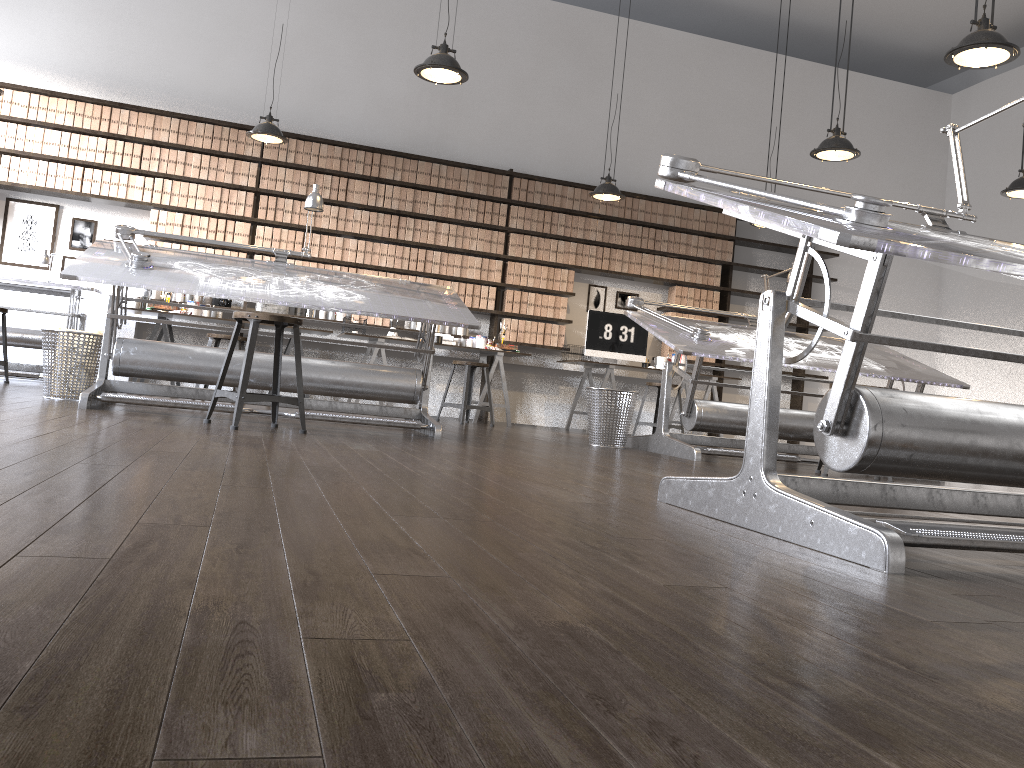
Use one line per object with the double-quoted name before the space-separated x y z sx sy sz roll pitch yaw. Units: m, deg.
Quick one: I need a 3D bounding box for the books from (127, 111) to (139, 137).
"books" -3.301 -2.247 7.732 0.066 0.226 0.174 7 -3 -16

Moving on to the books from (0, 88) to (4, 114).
"books" -4.296 -2.352 7.441 0.066 0.226 0.174 7 -3 -17

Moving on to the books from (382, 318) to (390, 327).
"books" -1.182 -0.647 8.300 0.066 0.226 0.174 7 -3 -17

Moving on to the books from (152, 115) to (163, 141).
"books" -3.105 -2.226 7.788 0.066 0.226 0.174 7 -3 -16

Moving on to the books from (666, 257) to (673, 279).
"books" 1.589 -1.182 9.141 0.066 0.226 0.174 7 -3 -17

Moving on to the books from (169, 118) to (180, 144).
"books" -2.975 -2.213 7.823 0.067 0.226 0.174 7 -3 -17

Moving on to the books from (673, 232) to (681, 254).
"books" 1.672 -1.444 9.174 0.066 0.226 0.174 7 -3 -17

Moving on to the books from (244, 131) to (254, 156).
"books" -2.373 -2.149 8.000 0.066 0.226 0.174 7 -3 -16

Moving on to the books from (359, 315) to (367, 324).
"books" -1.385 -0.669 8.240 0.066 0.226 0.174 7 -3 -16

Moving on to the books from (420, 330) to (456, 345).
"books" -0.667 -0.419 8.107 0.294 0.148 0.385 6 -1 -16

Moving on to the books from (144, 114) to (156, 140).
"books" -3.167 -2.233 7.765 0.067 0.226 0.174 7 -3 -17

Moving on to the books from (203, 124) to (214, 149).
"books" -2.705 -2.184 7.900 0.066 0.226 0.174 7 -3 -17

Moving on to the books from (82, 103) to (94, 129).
"books" -3.640 -2.283 7.631 0.066 0.226 0.174 7 -3 -16

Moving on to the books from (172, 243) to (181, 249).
"books" -2.955 -1.110 7.787 0.067 0.226 0.174 7 -3 -17

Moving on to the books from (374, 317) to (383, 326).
"books" -1.249 -0.654 8.276 0.066 0.226 0.174 7 -3 -17

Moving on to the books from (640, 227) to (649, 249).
"books" 1.327 -1.480 9.074 0.066 0.226 0.174 7 -3 -16

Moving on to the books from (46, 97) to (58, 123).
"books" -3.906 -2.311 7.557 0.066 0.226 0.174 7 -3 -17

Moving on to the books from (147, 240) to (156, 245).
"books" -3.147 -1.130 7.730 0.067 0.226 0.174 7 -3 -17

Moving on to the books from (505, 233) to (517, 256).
"books" -0.012 -1.351 8.670 0.066 0.226 0.174 7 -3 -17

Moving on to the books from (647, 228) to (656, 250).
"books" 1.399 -1.473 9.089 0.067 0.226 0.174 7 -3 -17

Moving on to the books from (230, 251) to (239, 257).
"books" -2.496 -1.061 7.927 0.066 0.226 0.174 7 -3 -16

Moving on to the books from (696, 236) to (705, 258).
"books" 1.930 -1.417 9.245 0.067 0.226 0.174 7 -3 -16

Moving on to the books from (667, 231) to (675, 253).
"books" 1.604 -1.451 9.155 0.066 0.226 0.174 7 -3 -17

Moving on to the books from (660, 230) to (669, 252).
"books" 1.538 -1.458 9.131 0.066 0.226 0.174 7 -3 -16

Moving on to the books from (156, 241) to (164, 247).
"books" -3.085 -1.124 7.753 0.066 0.226 0.174 7 -3 -16

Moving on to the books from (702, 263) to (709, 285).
"books" 1.980 -1.141 9.254 0.066 0.226 0.174 7 -3 -17

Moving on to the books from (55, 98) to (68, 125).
"books" -3.838 -2.304 7.572 0.066 0.226 0.174 7 -3 -16

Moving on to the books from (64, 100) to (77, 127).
"books" -3.768 -2.296 7.589 0.066 0.226 0.174 7 -3 -16

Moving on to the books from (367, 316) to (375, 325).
"books" -1.318 -0.662 8.260 0.066 0.226 0.174 7 -3 -16

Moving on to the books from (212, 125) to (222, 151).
"books" -2.636 -2.177 7.920 0.067 0.226 0.174 7 -3 -16

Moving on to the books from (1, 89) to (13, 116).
"books" -4.230 -2.345 7.455 0.067 0.226 0.174 7 -3 -16

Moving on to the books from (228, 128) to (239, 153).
"books" -2.506 -2.163 7.964 0.066 0.226 0.174 7 -3 -17

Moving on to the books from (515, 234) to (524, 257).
"books" 0.049 -1.344 8.684 0.067 0.226 0.174 7 -3 -16

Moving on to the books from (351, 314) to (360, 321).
"books" -1.448 -0.675 8.216 0.067 0.226 0.174 7 -3 -17

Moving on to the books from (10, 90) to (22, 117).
"books" -4.168 -2.338 7.478 0.066 0.226 0.174 7 -3 -17

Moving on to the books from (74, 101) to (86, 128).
"books" -3.699 -2.289 7.609 0.067 0.226 0.174 7 -3 -17

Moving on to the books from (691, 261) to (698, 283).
"books" 1.852 -1.154 9.215 0.066 0.226 0.174 7 -3 -17

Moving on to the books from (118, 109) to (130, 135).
"books" -3.367 -2.254 7.709 0.066 0.226 0.174 7 -3 -17

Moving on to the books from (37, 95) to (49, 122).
"books" -3.972 -2.318 7.535 0.066 0.226 0.174 7 -3 -17

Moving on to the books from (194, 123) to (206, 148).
"books" -2.775 -2.191 7.883 0.066 0.226 0.174 7 -3 -17

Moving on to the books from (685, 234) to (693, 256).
"books" 1.800 -1.430 9.211 0.066 0.226 0.174 7 -3 -17

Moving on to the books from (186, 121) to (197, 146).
"books" -2.843 -2.199 7.867 0.066 0.226 0.174 7 -3 -16

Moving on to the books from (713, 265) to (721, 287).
"books" 2.116 -1.126 9.290 0.066 0.226 0.174 7 -3 -16

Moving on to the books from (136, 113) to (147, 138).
"books" -3.233 -2.240 7.752 0.066 0.226 0.174 7 -3 -16

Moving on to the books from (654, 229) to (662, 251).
"books" 1.469 -1.465 9.116 0.066 0.226 0.174 7 -3 -16

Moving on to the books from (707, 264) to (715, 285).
"books" 2.047 -1.133 9.274 0.066 0.226 0.174 7 -3 -17

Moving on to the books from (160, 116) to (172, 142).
"books" -3.044 -2.220 7.804 0.066 0.226 0.174 7 -3 -16

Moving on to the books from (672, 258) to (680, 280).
"books" 1.656 -1.175 9.159 0.066 0.226 0.174 7 -3 -17

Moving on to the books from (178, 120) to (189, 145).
"books" -2.909 -2.206 7.846 0.066 0.226 0.174 7 -3 -16

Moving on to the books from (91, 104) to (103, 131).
"books" -3.578 -2.276 7.652 0.066 0.226 0.174 7 -3 -17

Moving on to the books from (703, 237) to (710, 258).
"books" 1.996 -1.409 9.268 0.066 0.226 0.174 7 -3 -17

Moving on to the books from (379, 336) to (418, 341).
"books" -1.000 -0.401 7.822 0.354 0.029 0.256 6 -1 -16

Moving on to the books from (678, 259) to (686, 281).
"books" 1.724 -1.168 9.174 0.067 0.226 0.174 7 -3 -16

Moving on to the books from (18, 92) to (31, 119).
"books" -4.107 -2.332 7.494 0.066 0.226 0.174 7 -3 -17

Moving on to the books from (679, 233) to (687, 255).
"books" 1.738 -1.437 9.187 0.067 0.226 0.174 7 -3 -16

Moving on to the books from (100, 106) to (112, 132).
"books" -3.506 -2.269 7.667 0.067 0.226 0.174 7 -3 -16

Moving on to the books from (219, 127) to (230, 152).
"books" -2.577 -2.171 7.942 0.066 0.226 0.174 7 -3 -17

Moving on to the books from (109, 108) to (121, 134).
"books" -3.436 -2.261 7.693 0.066 0.226 0.174 7 -3 -17

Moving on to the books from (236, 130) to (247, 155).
"books" -2.440 -2.156 7.985 0.066 0.226 0.174 7 -3 -17

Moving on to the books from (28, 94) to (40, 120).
"books" -4.038 -2.325 7.512 0.067 0.226 0.174 7 -3 -16
